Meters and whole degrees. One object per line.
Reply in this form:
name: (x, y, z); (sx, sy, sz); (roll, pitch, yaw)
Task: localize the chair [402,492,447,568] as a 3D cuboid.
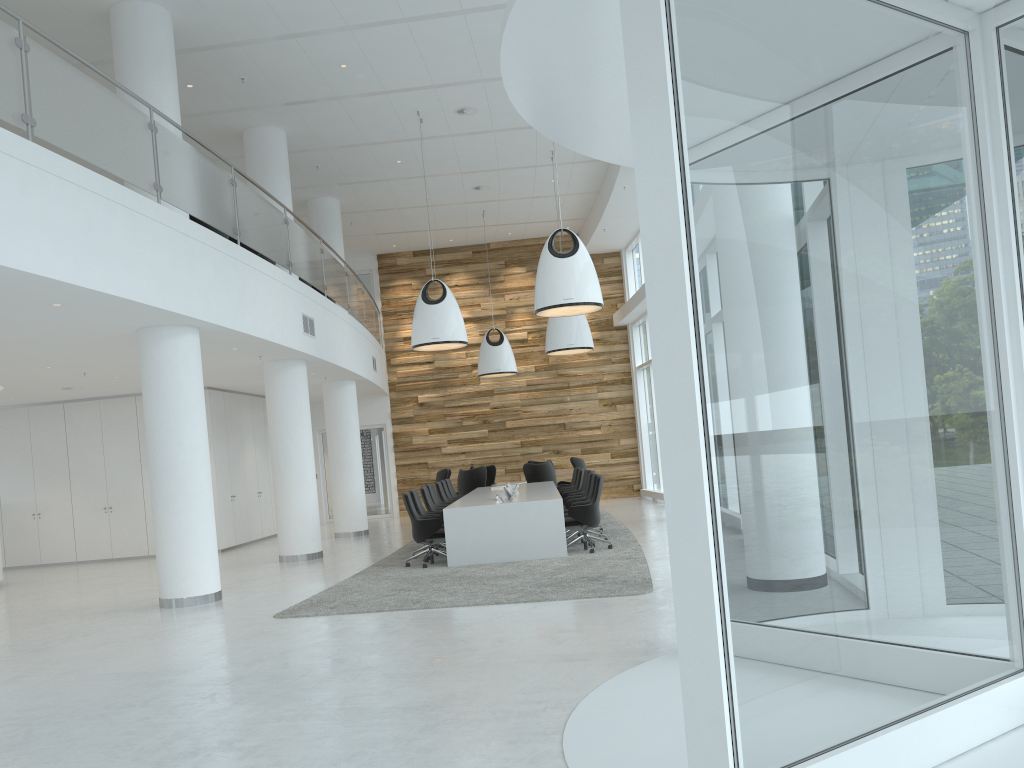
chair: (-1.085, 1.871, 11.516); (0.673, 0.965, 0.687); (-5, -2, -4)

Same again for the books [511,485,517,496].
books: (0.022, 1.774, 14.523); (0.139, 0.229, 0.357); (-5, -3, 1)

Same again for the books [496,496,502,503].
books: (-0.140, 1.635, 12.106); (0.143, 0.226, 0.204); (-5, -2, 0)

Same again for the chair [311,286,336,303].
chair: (-3.760, -1.590, 16.589); (0.913, 1.151, 0.920); (-5, -2, -8)

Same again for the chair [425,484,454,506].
chair: (-1.089, 2.122, 14.729); (0.674, 0.965, 0.686); (-5, -2, 6)

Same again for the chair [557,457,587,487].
chair: (1.210, 2.196, 19.482); (0.916, 1.151, 0.916); (-5, -2, -9)

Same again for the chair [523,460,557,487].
chair: (0.515, 2.178, 18.457); (0.912, 1.151, 0.921); (-3, -3, -39)

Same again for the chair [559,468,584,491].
chair: (1.057, 2.051, 16.265); (0.674, 0.965, 0.686); (-5, -2, 1)

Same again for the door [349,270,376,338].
door: (-4.345, -1.655, 22.762); (1.806, 2.399, 0.132); (-5, -1, 4)

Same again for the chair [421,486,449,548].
chair: (-1.091, 2.061, 13.943); (0.673, 0.965, 0.687); (-5, -2, -4)

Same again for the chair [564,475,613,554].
chair: (0.932, 1.694, 11.537); (0.674, 0.965, 0.686); (-5, -2, 6)

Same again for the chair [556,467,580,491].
chair: (1.048, 2.120, 17.142); (0.673, 0.965, 0.687); (-5, -2, -4)

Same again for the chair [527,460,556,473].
chair: (0.576, 2.331, 20.487); (0.916, 1.151, 0.917); (-6, -2, 21)

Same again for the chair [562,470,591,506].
chair: (1.054, 1.931, 14.714); (0.673, 0.965, 0.687); (-5, -2, -4)

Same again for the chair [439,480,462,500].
chair: (-0.994, 2.237, 16.307); (0.674, 0.965, 0.686); (-5, -2, 1)

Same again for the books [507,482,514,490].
books: (-0.007, 1.991, 16.978); (0.153, 0.241, 0.183); (-5, -2, 2)

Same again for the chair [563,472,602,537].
chair: (0.970, 1.818, 13.170); (0.674, 0.965, 0.686); (-5, -2, 1)

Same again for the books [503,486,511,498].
books: (-0.062, 1.831, 14.881); (0.153, 0.238, 0.191); (-5, -2, 1)

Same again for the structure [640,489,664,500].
structure: (3.268, 2.553, 20.260); (0.150, 0.213, 2.696); (-5, -4, -3)

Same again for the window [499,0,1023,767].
window: (-17.068, 1.300, 19.315); (63.160, 6.133, 30.764); (-9, -6, 41)

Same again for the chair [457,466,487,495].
chair: (-0.663, 2.287, 18.516); (0.916, 1.151, 0.917); (-6, -2, 21)

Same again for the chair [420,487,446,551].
chair: (-1.028, 1.998, 13.205); (0.674, 0.965, 0.686); (-5, -2, 1)

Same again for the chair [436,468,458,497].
chair: (-1.202, 2.413, 19.521); (0.916, 1.151, 0.916); (-5, -2, -9)

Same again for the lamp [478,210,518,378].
lamp: (-0.473, -1.998, 19.521); (0.887, 3.643, 0.882); (-6, -1, 40)

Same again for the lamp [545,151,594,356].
lamp: (0.888, -2.387, 16.077); (0.887, 3.643, 0.882); (-6, -1, 45)

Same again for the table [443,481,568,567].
table: (0.006, 2.112, 14.331); (1.500, 0.738, 6.571); (-5, -4, 1)

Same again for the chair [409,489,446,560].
chair: (-1.094, 1.940, 12.393); (0.674, 0.965, 0.686); (-5, -2, 1)

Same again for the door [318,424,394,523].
door: (-3.995, 2.288, 22.728); (1.806, 2.399, 0.132); (-5, -1, 4)

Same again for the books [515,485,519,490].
books: (0.040, 1.792, 14.541); (0.158, 0.241, 0.353); (-5, -3, 1)

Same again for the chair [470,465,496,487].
chair: (-0.585, 2.436, 20.516); (0.912, 1.151, 0.921); (-3, -3, -39)

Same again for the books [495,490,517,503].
books: (-0.065, 1.656, 12.600); (0.231, 0.275, 0.597); (-6, -4, 22)

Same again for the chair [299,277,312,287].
chair: (-3.829, -1.717, 14.881); (0.913, 1.151, 0.920); (-5, -2, -11)

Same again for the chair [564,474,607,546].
chair: (0.957, 1.755, 12.350); (0.674, 0.965, 0.686); (-5, -2, 1)

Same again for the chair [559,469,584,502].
chair: (0.991, 1.994, 15.453); (0.674, 0.965, 0.686); (-5, -2, 1)

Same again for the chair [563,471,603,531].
chair: (1.052, 1.869, 13.929); (0.674, 0.965, 0.686); (-5, -2, 6)

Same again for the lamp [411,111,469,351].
lamp: (-1.270, -2.379, 13.715); (0.882, 3.643, 0.887); (-4, -1, -43)

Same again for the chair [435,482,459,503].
chair: (-1.007, 2.174, 15.488); (0.674, 0.965, 0.686); (-5, -2, 1)

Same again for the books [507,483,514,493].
books: (-0.010, 1.972, 16.640); (0.139, 0.223, 0.162); (-5, -2, 2)

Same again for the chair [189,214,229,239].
chair: (-4.021, -1.992, 11.126); (0.913, 1.151, 0.920); (-5, -2, -8)

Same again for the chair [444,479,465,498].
chair: (-0.969, 2.298, 17.120); (0.674, 0.965, 0.686); (-5, -2, 6)

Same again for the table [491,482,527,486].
table: (-0.025, 2.530, 19.478); (0.801, 0.695, 0.799); (-6, -3, 26)

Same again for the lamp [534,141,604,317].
lamp: (0.563, -2.734, 11.258); (0.881, 3.643, 0.887); (-4, -1, -43)

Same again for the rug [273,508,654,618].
rug: (-0.105, 2.520, 14.671); (3.939, 0.010, 13.477); (-5, -4, 2)

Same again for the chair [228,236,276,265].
chair: (-3.866, -1.874, 12.829); (0.913, 1.151, 0.919); (-5, -2, -5)

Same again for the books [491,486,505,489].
books: (-0.252, 1.910, 16.375); (0.224, 0.026, 0.264); (-6, -4, 11)
